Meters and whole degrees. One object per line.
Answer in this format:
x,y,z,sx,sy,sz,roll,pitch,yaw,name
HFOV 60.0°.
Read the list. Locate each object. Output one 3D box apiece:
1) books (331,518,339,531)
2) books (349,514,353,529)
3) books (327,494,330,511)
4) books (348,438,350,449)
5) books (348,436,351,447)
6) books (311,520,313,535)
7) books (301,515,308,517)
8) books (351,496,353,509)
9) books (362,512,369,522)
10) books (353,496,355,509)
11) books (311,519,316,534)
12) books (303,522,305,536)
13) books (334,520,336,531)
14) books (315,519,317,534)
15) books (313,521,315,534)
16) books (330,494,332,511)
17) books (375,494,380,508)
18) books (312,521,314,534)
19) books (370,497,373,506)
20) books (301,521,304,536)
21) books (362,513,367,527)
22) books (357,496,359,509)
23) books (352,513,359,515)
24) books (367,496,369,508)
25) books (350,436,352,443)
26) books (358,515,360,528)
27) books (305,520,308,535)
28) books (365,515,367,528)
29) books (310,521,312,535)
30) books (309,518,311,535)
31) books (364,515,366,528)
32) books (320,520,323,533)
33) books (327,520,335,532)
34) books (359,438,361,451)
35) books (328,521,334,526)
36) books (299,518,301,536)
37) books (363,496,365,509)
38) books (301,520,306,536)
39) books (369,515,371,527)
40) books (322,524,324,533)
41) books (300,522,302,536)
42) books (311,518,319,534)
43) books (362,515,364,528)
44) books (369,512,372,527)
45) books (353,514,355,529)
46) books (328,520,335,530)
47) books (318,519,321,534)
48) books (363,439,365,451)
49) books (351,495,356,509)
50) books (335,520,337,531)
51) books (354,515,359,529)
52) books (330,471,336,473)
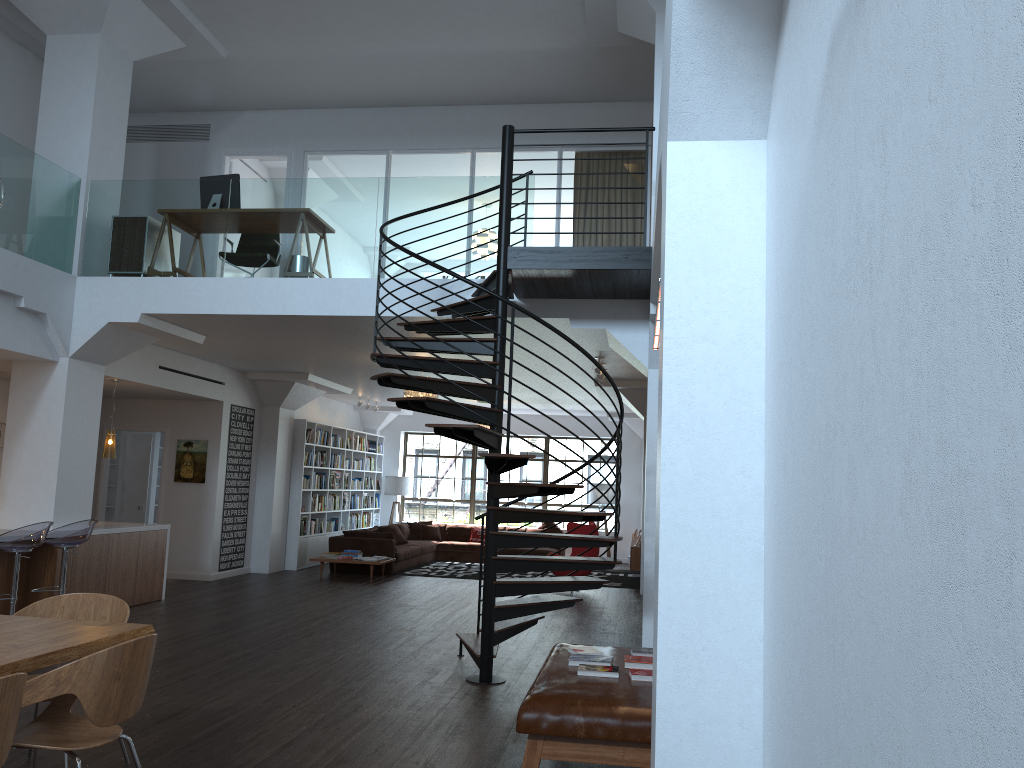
-3.235,2.558,16.154,0.140,0.231,0.042,1,-7,8,books
-3.138,2.620,16.883,0.198,0.284,0.066,1,-7,8,books
-3.314,2.081,15.578,0.198,0.284,0.066,1,-7,8,books
-3.130,1.118,16.614,0.161,0.207,0.130,1,-7,8,books
-3.129,1.105,16.698,0.160,0.251,0.031,1,-7,8,books
-3.428,2.398,14.841,0.176,0.231,0.053,1,-7,8,books
-3.465,2.155,14.455,0.223,0.027,0.161,0,-7,18,books
-3.116,2.261,16.884,0.174,0.243,0.085,1,-7,8,books
-2.969,2.740,17.920,0.140,0.298,0.044,1,-7,8,books
-3.100,2.267,16.969,0.182,0.253,0.098,1,-7,8,books
-3.411,2.400,14.953,0.183,0.253,0.042,1,-7,8,books
-3.464,2.359,14.478,0.161,0.223,0.032,1,-7,8,books
-3.251,2.553,15.987,0.146,0.202,0.027,1,-7,8,books
-3.397,2.413,15.024,0.171,0.246,0.039,1,-7,8,books
-3.407,2.420,14.912,0.161,0.223,0.030,1,-7,8,books
-3.291,2.091,15.686,0.176,0.290,0.053,1,-7,8,books
-2.872,2.447,18.610,0.176,0.290,0.053,1,-7,8,books
-3.416,2.408,14.882,0.161,0.223,0.033,1,-7,8,books
-2.947,2.421,18.134,0.168,0.228,0.139,1,-7,8,books
-3.479,2.342,14.406,0.174,0.240,0.054,1,-7,8,books
-3.015,2.732,17.813,0.198,0.284,0.066,1,-7,8,books
-3.071,2.302,17.220,0.174,0.242,0.105,1,-7,8,books
-3.079,2.663,17.260,0.176,0.290,0.036,1,-7,8,books
-2.978,2.381,17.915,0.183,0.253,0.042,1,-7,8,books
-3.116,1.113,16.762,0.160,0.251,0.039,1,-7,8,books
-3.071,2.684,17.305,0.180,0.259,0.060,1,-7,8,books
-3.460,2.359,14.599,0.180,0.251,0.048,1,-7,8,books
-3.007,2.741,17.751,0.183,0.253,0.037,1,-7,8,books
-3.424,2.397,14.796,0.161,0.223,0.032,1,-7,8,books
-3.451,2.358,14.732,0.198,0.284,0.049,1,-7,8,books
-3.014,2.739,17.720,0.160,0.250,0.027,1,-7,8,books
-3.362,2.450,15.274,0.174,0.236,0.142,1,-7,8,books
-3.262,2.551,15.928,0.139,0.191,0.036,1,-7,8,books
-3.040,1.179,17.293,0.171,0.246,0.057,1,-7,8,books
-3.264,2.554,15.898,0.128,0.178,0.021,1,-7,8,books
-3.512,2.306,14.298,0.198,0.284,0.049,1,-7,8,books
-3.013,2.345,17.625,0.174,0.251,0.051,1,-7,8,books
-3.473,2.348,14.518,0.183,0.253,0.042,1,-7,8,books
-2.969,2.781,18.053,0.171,0.246,0.057,1,-7,8,books
-3.347,2.471,15.327,0.161,0.207,0.135,1,-7,8,books
-3.486,2.345,14.362,0.161,0.223,0.032,1,-7,8,books
-3.391,2.416,15.103,0.180,0.259,0.042,1,-7,8,books
-3.036,2.719,17.573,0.183,0.253,0.036,1,-7,8,books
-2.959,2.769,18.137,0.176,0.290,0.053,1,-7,8,books
-3.114,2.631,16.991,0.176,0.290,0.053,1,-7,8,books
-3.263,2.550,15.961,0.146,0.202,0.027,1,-7,8,books
-3.374,2.430,15.187,0.183,0.253,0.042,1,-7,8,books
-3.002,1.206,17.541,0.183,0.253,0.034,1,-7,8,books
-3.101,2.261,17.076,0.197,0.290,0.136,1,-7,8,books
-3.243,2.563,16.068,0.146,0.202,0.027,1,-7,8,books
-3.075,2.678,17.222,0.183,0.253,0.034,1,-7,8,books
-3.264,1.556,15.750,0.223,0.027,0.161,0,-7,18,books
